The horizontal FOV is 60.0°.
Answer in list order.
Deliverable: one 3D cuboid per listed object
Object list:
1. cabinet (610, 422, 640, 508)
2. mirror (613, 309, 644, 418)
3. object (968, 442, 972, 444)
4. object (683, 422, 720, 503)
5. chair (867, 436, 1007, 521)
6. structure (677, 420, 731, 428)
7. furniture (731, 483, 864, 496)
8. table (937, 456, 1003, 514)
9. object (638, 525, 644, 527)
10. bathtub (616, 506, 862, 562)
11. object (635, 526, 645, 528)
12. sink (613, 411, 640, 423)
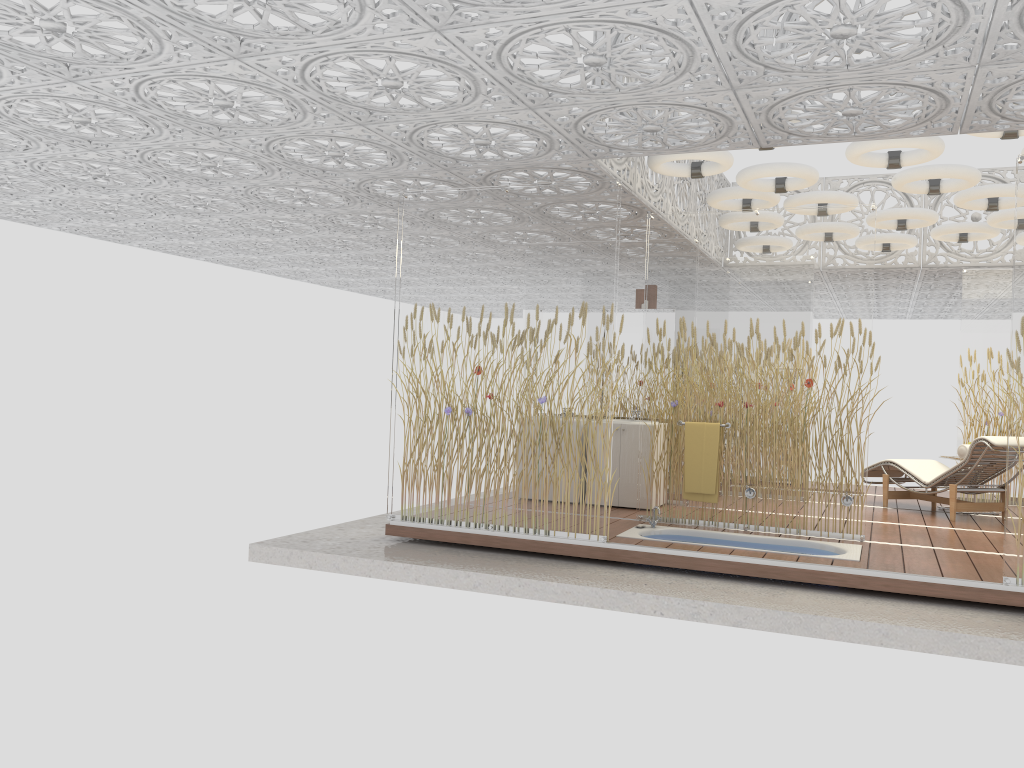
[{"bbox_3d":[1.113,0.759,8.541,0.643,0.782,0.549,2,0,23],"label":"cabinet"},{"bbox_3d":[0.926,-0.217,8.939,1.422,1.081,0.009,2,0,23],"label":"mirror"},{"bbox_3d":[4.629,0.613,8.957,0.055,0.056,0.055,2,0,23],"label":"object"},{"bbox_3d":[1.548,0.639,7.249,0.283,0.656,0.042,2,0,23],"label":"object"},{"bbox_3d":[4.275,0.879,8.783,0.635,0.811,1.787,2,0,-17],"label":"chair"},{"bbox_3d":[1.567,0.331,7.275,0.442,0.047,0.078,2,0,23],"label":"structure"},{"bbox_3d":[2.204,0.816,6.872,0.977,0.014,0.178,2,0,23],"label":"furniture"},{"bbox_3d":[4.646,1.018,9.006,0.420,0.535,0.420,2,0,-7],"label":"table"},{"bbox_3d":[1.028,1.135,7.088,0.035,0.016,0.066,2,0,32],"label":"object"},{"bbox_3d":[1.693,1.286,6.634,1.700,0.582,0.700,2,0,23],"label":"bathtub"},{"bbox_3d":[1.027,1.142,7.088,0.065,0.011,0.108,2,0,32],"label":"object"},{"bbox_3d":[1.131,0.392,8.559,0.573,0.266,0.499,2,0,26],"label":"sink"}]
